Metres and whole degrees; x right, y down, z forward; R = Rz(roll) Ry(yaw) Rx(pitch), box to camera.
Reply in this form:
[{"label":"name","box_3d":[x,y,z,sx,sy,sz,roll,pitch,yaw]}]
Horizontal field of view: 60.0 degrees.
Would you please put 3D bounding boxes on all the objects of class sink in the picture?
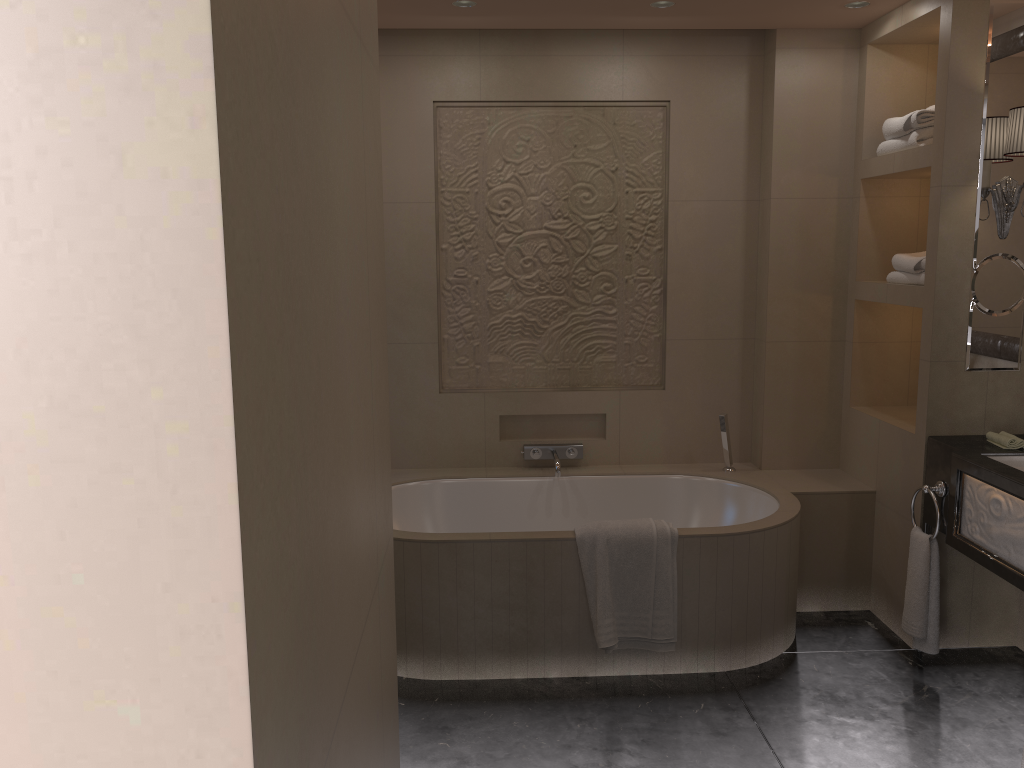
[{"label":"sink","box_3d":[1.791,0.370,2.708,0.349,0.135,0.760,-1,9,-2]}]

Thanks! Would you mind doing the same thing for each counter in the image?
[{"label":"counter","box_3d":[1.819,0.715,2.761,0.543,0.858,1.330,-1,9,-2]}]

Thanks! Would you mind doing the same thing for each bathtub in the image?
[{"label":"bathtub","box_3d":[0.220,0.739,3.755,2.662,0.540,1.060,-1,9,-2]}]

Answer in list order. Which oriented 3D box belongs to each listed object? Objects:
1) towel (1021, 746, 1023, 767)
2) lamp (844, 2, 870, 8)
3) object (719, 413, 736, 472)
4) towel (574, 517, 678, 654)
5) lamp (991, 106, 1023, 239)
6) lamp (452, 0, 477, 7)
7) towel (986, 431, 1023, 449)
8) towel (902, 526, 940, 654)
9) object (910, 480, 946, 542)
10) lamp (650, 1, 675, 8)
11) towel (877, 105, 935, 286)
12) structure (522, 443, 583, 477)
[{"label":"towel","box_3d":[1.095,0.660,1.736,0.154,0.629,0.313,5,10,30]},{"label":"lamp","box_3d":[1.349,-1.516,3.462,0.097,0.069,0.097,-5,10,-25]},{"label":"object","box_3d":[0.991,0.268,4.088,0.059,0.280,0.114,7,12,42]},{"label":"towel","box_3d":[0.415,0.726,3.295,0.374,0.463,0.453,-1,9,0]},{"label":"lamp","box_3d":[1.796,-0.732,3.099,0.174,0.444,0.223,-1,9,-2]},{"label":"lamp","box_3d":[-0.183,-1.492,3.398,0.097,0.069,0.097,2,9,14]},{"label":"towel","box_3d":[1.777,0.199,3.178,0.096,0.039,0.149,0,9,4]},{"label":"towel","box_3d":[1.509,0.763,3.289,0.116,0.455,0.173,-4,9,-21]},{"label":"object","box_3d":[1.534,0.464,3.248,0.074,0.226,0.203,-1,9,-2]},{"label":"lamp","box_3d":[0.583,-1.504,3.430,0.097,0.069,0.097,-1,9,-6]},{"label":"towel","box_3d":[0.221,-0.746,3.532,3.195,0.726,0.517,-1,9,-2]},{"label":"structure","box_3d":[0.195,0.352,4.102,0.290,0.097,0.259,-1,9,-2]}]
